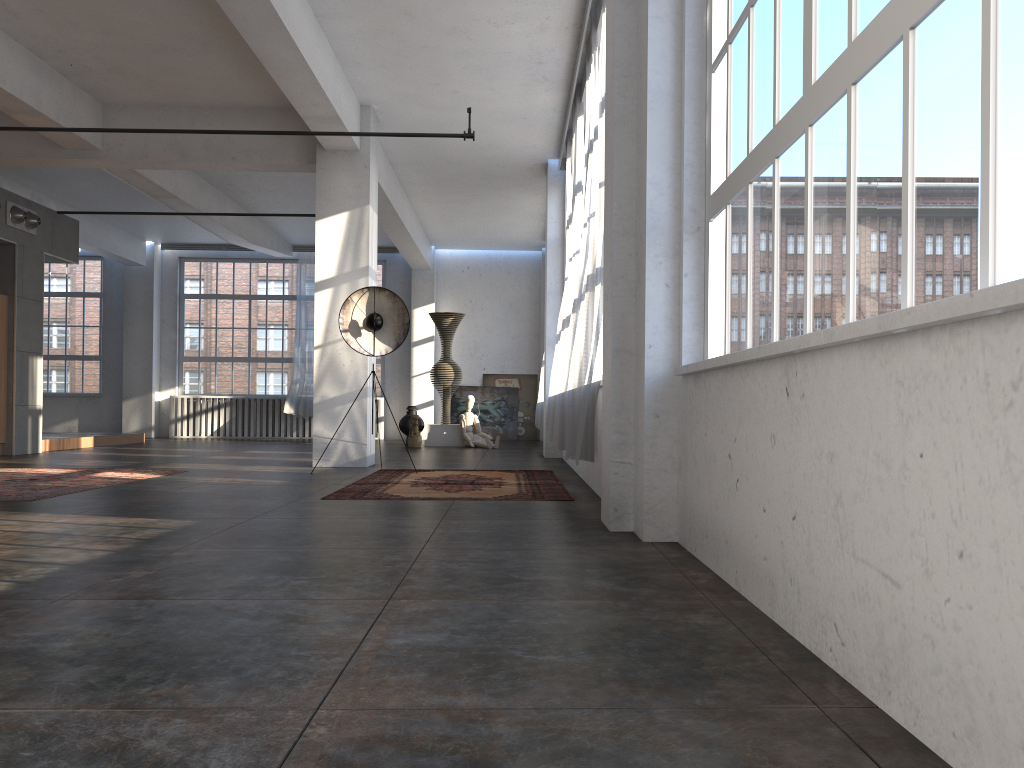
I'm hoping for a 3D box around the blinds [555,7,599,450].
[{"bbox_3d":[0.575,-1.278,7.615,0.340,3.697,1.032,1,0,-3],"label":"blinds"}]

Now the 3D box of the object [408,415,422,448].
[{"bbox_3d":[-1.607,0.812,14.661,0.235,0.600,0.224,0,-1,27],"label":"object"}]

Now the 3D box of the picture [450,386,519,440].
[{"bbox_3d":[-0.576,0.602,18.414,1.435,1.141,0.304,1,0,-4],"label":"picture"}]

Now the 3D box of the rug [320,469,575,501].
[{"bbox_3d":[-0.468,0.868,7.841,1.818,0.009,3.125,1,-2,-1],"label":"rug"}]

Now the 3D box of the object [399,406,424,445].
[{"bbox_3d":[-1.759,0.732,15.522,0.452,0.693,0.434,1,-1,-37],"label":"object"}]

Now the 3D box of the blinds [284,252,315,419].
[{"bbox_3d":[-4.172,-1.074,18.004,0.693,3.558,0.875,1,0,-2],"label":"blinds"}]

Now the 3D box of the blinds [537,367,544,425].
[{"bbox_3d":[0.637,-1.050,15.415,0.315,3.712,1.023,1,0,-1],"label":"blinds"}]

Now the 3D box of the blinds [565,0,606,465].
[{"bbox_3d":[0.579,-1.322,6.247,0.343,3.750,1.026,1,0,-2],"label":"blinds"}]

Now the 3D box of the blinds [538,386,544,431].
[{"bbox_3d":[0.626,-1.086,14.076,0.361,3.674,1.030,1,0,-1],"label":"blinds"}]

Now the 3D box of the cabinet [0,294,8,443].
[{"bbox_3d":[-10.520,-0.601,10.136,8.118,2.562,2.376,1,-1,-2],"label":"cabinet"}]

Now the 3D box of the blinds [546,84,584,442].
[{"bbox_3d":[0.586,-1.220,9.313,0.361,3.674,1.030,1,0,-1],"label":"blinds"}]

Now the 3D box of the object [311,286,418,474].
[{"bbox_3d":[-1.436,-0.048,9.276,1.057,1.919,1.179,1,-1,-1],"label":"object"}]

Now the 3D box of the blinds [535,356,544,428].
[{"bbox_3d":[0.627,-1.027,16.605,0.340,3.697,1.032,1,0,-3],"label":"blinds"}]

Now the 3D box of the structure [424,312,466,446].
[{"bbox_3d":[-1.147,-0.066,15.546,0.678,2.326,0.749,1,0,-1],"label":"structure"}]

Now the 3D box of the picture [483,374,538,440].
[{"bbox_3d":[-0.042,0.483,18.537,1.149,1.386,0.253,1,0,-2],"label":"picture"}]

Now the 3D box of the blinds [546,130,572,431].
[{"bbox_3d":[0.618,-1.179,10.815,0.315,3.712,1.023,1,0,-1],"label":"blinds"}]

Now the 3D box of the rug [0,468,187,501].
[{"bbox_3d":[-4.170,0.811,7.385,1.857,0.029,2.882,1,-2,-1],"label":"rug"}]
